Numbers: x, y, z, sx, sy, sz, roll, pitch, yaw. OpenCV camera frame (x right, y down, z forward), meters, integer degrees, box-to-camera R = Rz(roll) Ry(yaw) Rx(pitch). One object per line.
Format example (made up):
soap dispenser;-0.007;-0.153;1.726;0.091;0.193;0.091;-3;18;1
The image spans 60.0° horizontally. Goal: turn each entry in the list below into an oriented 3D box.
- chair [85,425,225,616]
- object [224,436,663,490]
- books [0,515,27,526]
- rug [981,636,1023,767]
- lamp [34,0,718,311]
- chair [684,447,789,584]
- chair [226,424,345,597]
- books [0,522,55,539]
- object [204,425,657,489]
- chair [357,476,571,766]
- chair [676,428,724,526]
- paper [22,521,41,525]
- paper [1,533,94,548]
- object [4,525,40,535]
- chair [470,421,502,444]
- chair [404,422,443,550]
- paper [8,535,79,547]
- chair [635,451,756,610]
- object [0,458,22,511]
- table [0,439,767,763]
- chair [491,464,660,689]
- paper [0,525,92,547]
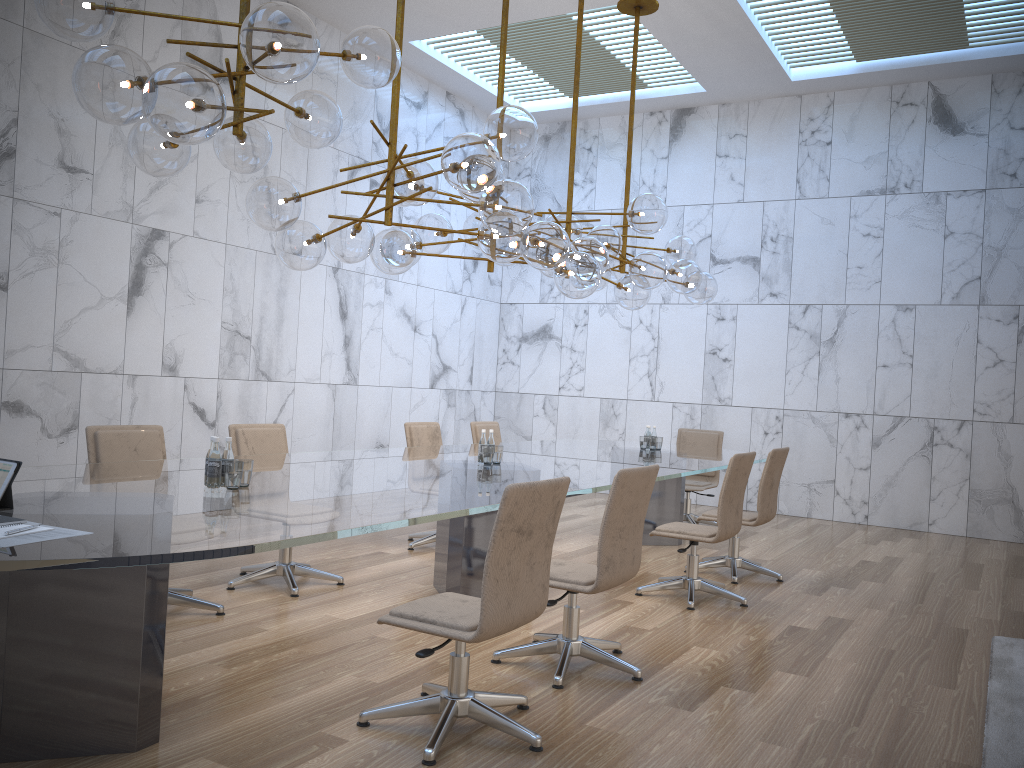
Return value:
chair;-1.948;0.744;4.818;0.697;1.000;0.726;3;0;29
object;0.037;0.461;5.937;0.183;0.117;5.112;3;0;30
books;-1.561;0.407;2.606;0.126;0.012;0.205;3;0;27
rug;2.740;1.495;3.713;1.320;0.034;3.025;3;0;29
lamp;-0.072;-1.886;5.592;1.557;2.716;5.672;3;0;30
chair;1.747;0.962;6.775;0.697;1.000;0.726;3;0;30
chair;-1.457;0.774;5.675;0.697;1.000;0.726;3;0;29
books;-1.490;0.416;2.548;0.239;0.012;0.205;3;0;17
object;0.005;0.411;5.973;0.124;0.213;5.189;3;0;30
chair;-0.161;0.842;3.441;0.697;1.000;0.726;3;0;30
chair;1.845;0.975;9.204;0.726;1.000;0.697;3;0;30
paper;-1.584;0.416;2.611;0.210;0.001;0.290;3;0;28
paper;-1.377;0.428;2.504;0.210;0.001;0.290;3;0;24
object;-1.398;0.415;2.539;0.011;0.011;0.158;3;0;5
chair;-0.044;0.863;8.144;0.697;1.000;0.726;3;0;29
chair;-0.540;0.832;7.276;0.697;1.000;0.726;3;0;29
paper;-1.377;0.428;2.504;0.210;0.001;0.290;3;0;22
chair;1.254;0.931;5.914;0.697;1.000;0.726;3;0;30
object;-1.785;0.327;2.913;0.255;0.159;0.205;3;0;30
table;-0.173;0.925;5.685;2.092;0.835;7.924;3;0;30
chair;0.335;0.873;4.308;0.697;1.000;0.726;3;0;30
paper;-1.377;0.427;2.504;0.210;0.001;0.290;3;0;23
